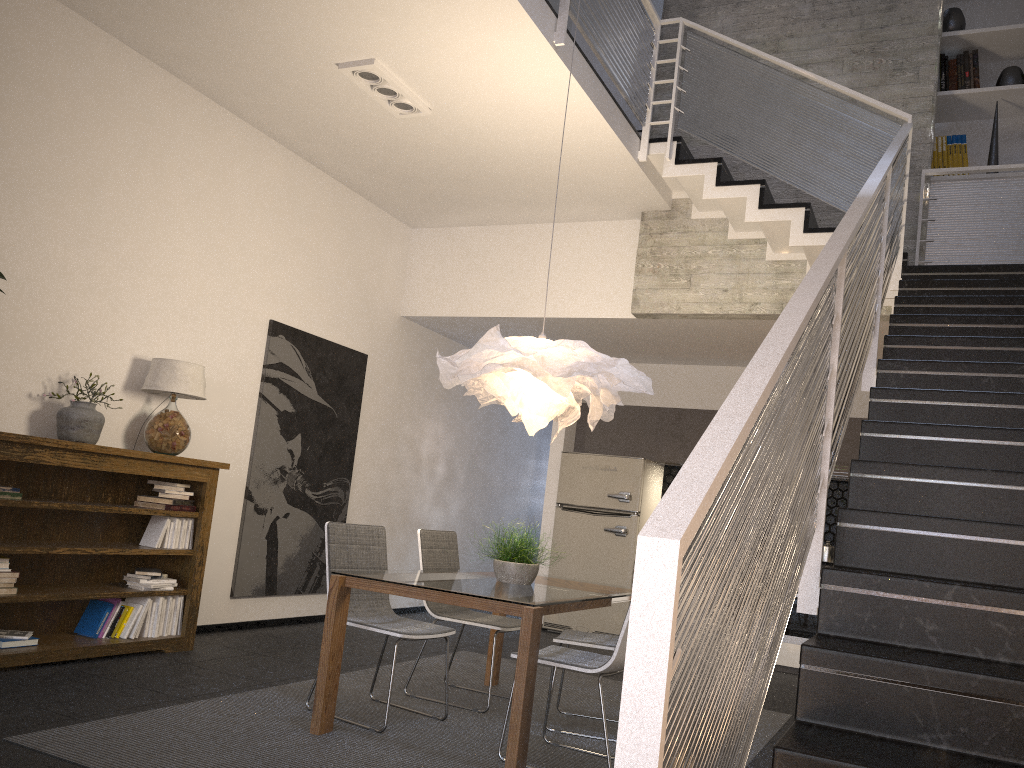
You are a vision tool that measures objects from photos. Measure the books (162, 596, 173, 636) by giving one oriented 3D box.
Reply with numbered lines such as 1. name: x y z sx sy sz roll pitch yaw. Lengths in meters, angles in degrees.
1. books: -2.155 1.400 5.396 0.174 0.242 0.019 4 -6 26

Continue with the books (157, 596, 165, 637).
1. books: -2.182 1.389 5.339 0.174 0.242 0.019 4 -6 26

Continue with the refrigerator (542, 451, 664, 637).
1. refrigerator: 0.876 1.559 8.521 0.828 1.702 0.775 4 -6 26

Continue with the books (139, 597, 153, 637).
1. books: -2.231 1.376 5.286 0.175 0.242 0.024 4 -6 26

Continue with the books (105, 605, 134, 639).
1. books: -2.314 1.377 5.144 0.146 0.182 0.148 3 -7 29

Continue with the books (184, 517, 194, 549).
1. books: -2.051 0.931 5.543 0.135 0.188 0.031 4 -6 26

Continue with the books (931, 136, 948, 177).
1. books: 3.152 -1.598 6.551 0.159 0.370 0.274 4 -7 26

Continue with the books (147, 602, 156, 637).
1. books: -2.204 1.400 5.299 0.155 0.204 0.021 4 -6 26

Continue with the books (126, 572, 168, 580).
1. books: -2.184 1.147 5.301 0.155 0.022 0.206 6 -8 6

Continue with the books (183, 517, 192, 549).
1. books: -2.063 0.926 5.522 0.136 0.187 0.018 4 -6 26

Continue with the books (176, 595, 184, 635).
1. books: -2.112 1.419 5.487 0.174 0.243 0.040 4 -6 26

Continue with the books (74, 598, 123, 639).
1. books: -2.383 1.339 5.104 0.171 0.226 0.166 4 -7 26

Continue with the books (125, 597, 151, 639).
1. books: -2.243 1.366 5.211 0.174 0.233 0.101 4 -6 26

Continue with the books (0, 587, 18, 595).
1. books: -2.652 1.028 4.461 0.243 0.034 0.181 2 -9 28

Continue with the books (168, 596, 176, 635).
1. books: -2.156 1.408 5.446 0.175 0.242 0.024 4 -6 26

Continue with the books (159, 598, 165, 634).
1. books: -2.189 1.392 5.365 0.174 0.242 0.019 4 -6 26

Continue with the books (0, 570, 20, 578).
1. books: -2.645 0.952 4.480 0.225 0.029 0.180 2 -9 29

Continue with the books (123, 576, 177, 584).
1. books: -2.169 1.173 5.306 0.175 0.023 0.245 1 -10 35

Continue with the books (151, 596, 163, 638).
1. books: -2.183 1.386 5.316 0.175 0.242 0.024 4 -6 26

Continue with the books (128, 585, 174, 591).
1. books: -2.157 1.214 5.289 0.155 0.020 0.206 1 -10 36

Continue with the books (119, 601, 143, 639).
1. books: -2.263 1.379 5.175 0.155 0.193 0.105 4 -7 26

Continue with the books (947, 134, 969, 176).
1. books: 3.269 -1.594 6.495 0.170 0.371 0.274 4 -7 26

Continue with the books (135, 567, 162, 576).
1. books: -2.182 1.125 5.310 0.148 0.023 0.222 10 -9 -23

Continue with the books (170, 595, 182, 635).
1. books: -2.127 1.413 5.460 0.175 0.242 0.024 4 -6 26

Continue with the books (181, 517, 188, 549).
1. books: -2.085 0.922 5.511 0.136 0.187 0.018 4 -6 26

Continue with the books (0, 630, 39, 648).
1. books: -2.606 1.324 4.595 0.271 0.049 0.259 9 -9 -19

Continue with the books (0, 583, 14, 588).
1. books: -2.658 0.999 4.462 0.227 0.023 0.168 3 -9 24

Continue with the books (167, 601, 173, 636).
1. books: -2.149 1.423 5.415 0.155 0.204 0.021 4 -6 26

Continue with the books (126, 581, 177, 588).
1. books: -2.152 1.196 5.295 0.174 0.019 0.245 4 -9 16

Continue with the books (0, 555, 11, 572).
1. books: -2.658 0.902 4.486 0.216 0.069 0.159 1 -10 35

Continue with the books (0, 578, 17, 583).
1. books: -2.659 0.977 4.478 0.243 0.023 0.176 1 -10 33

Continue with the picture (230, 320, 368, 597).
1. picture: -1.626 0.635 6.964 0.033 2.017 1.241 4 -7 26

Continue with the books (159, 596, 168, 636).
1. books: -2.184 1.396 5.386 0.175 0.242 0.024 4 -6 26

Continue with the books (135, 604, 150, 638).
1. books: -2.235 1.387 5.233 0.155 0.202 0.073 4 -6 26

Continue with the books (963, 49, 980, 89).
1. books: 3.386 -2.218 6.531 0.134 0.380 0.274 4 -7 26
